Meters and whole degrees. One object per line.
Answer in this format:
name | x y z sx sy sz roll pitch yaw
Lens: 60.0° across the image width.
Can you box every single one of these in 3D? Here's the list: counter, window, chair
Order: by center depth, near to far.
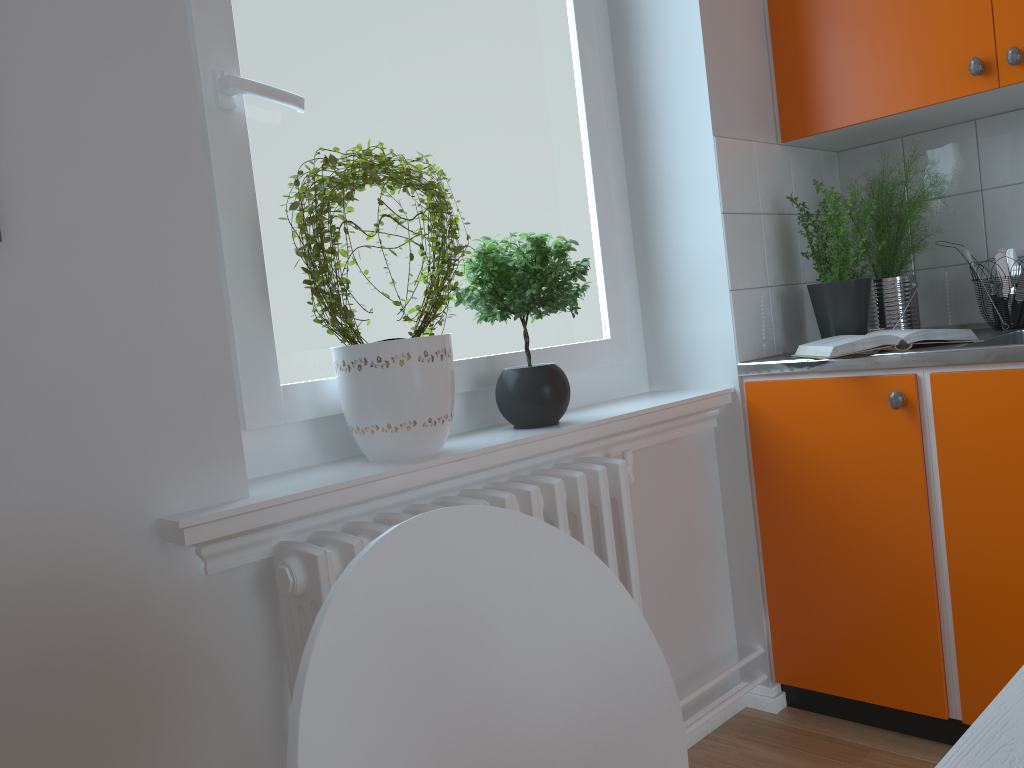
chair | 0.237 0.515 0.536 0.654 0.870 0.498 -5 3 36
counter | 1.894 -0.112 1.264 0.669 0.132 3.163 -10 5 -44
window | -0.177 -0.859 1.850 1.263 1.928 0.112 -9 4 -44

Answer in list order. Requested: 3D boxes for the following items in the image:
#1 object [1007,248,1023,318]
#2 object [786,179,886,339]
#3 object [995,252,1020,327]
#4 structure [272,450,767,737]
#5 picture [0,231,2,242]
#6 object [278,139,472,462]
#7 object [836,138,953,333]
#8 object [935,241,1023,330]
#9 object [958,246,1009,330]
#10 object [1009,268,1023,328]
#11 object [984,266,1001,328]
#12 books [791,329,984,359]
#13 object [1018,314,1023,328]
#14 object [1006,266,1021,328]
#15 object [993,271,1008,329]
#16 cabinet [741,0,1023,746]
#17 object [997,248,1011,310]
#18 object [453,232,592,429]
object | 1.283 -0.246 2.244 0.022 0.198 0.074 -6 3 9
object | 0.810 -0.301 2.217 0.155 0.432 0.193 -8 3 -21
object | 1.259 -0.240 2.250 0.024 0.192 0.087 -6 3 11
structure | 0.251 0.465 1.895 1.632 0.660 0.209 -10 4 -44
picture | -0.743 -0.321 1.015 0.242 0.322 0.017 -10 4 -44
object | -0.226 -0.154 1.587 0.219 0.573 0.381 -5 3 26
object | 1.002 -0.373 2.324 0.331 0.511 0.278 -4 4 41
object | 1.252 -0.260 2.203 0.333 0.243 0.171 -5 3 23
object | 1.178 -0.240 2.217 0.100 0.218 0.018 -4 4 45
object | 1.275 -0.244 2.219 0.076 0.199 0.132 -5 3 26
object | 1.228 -0.222 2.260 0.020 0.162 0.070 -6 3 14
books | 0.844 -0.098 2.028 0.343 0.040 0.231 -7 3 1
object | 1.275 -0.220 2.168 0.079 0.158 0.020 -6 3 14
object | 1.260 -0.220 2.233 0.084 0.153 0.021 -9 3 -38
object | 1.234 -0.213 2.240 0.019 0.146 0.108 -5 3 26
cabinet | 1.841 -0.462 1.235 0.692 2.347 3.164 -9 4 -44
object | 1.264 -0.248 2.267 0.026 0.203 0.054 -5 3 28
object | 0.022 -0.115 1.838 0.310 0.407 0.271 -6 3 6
